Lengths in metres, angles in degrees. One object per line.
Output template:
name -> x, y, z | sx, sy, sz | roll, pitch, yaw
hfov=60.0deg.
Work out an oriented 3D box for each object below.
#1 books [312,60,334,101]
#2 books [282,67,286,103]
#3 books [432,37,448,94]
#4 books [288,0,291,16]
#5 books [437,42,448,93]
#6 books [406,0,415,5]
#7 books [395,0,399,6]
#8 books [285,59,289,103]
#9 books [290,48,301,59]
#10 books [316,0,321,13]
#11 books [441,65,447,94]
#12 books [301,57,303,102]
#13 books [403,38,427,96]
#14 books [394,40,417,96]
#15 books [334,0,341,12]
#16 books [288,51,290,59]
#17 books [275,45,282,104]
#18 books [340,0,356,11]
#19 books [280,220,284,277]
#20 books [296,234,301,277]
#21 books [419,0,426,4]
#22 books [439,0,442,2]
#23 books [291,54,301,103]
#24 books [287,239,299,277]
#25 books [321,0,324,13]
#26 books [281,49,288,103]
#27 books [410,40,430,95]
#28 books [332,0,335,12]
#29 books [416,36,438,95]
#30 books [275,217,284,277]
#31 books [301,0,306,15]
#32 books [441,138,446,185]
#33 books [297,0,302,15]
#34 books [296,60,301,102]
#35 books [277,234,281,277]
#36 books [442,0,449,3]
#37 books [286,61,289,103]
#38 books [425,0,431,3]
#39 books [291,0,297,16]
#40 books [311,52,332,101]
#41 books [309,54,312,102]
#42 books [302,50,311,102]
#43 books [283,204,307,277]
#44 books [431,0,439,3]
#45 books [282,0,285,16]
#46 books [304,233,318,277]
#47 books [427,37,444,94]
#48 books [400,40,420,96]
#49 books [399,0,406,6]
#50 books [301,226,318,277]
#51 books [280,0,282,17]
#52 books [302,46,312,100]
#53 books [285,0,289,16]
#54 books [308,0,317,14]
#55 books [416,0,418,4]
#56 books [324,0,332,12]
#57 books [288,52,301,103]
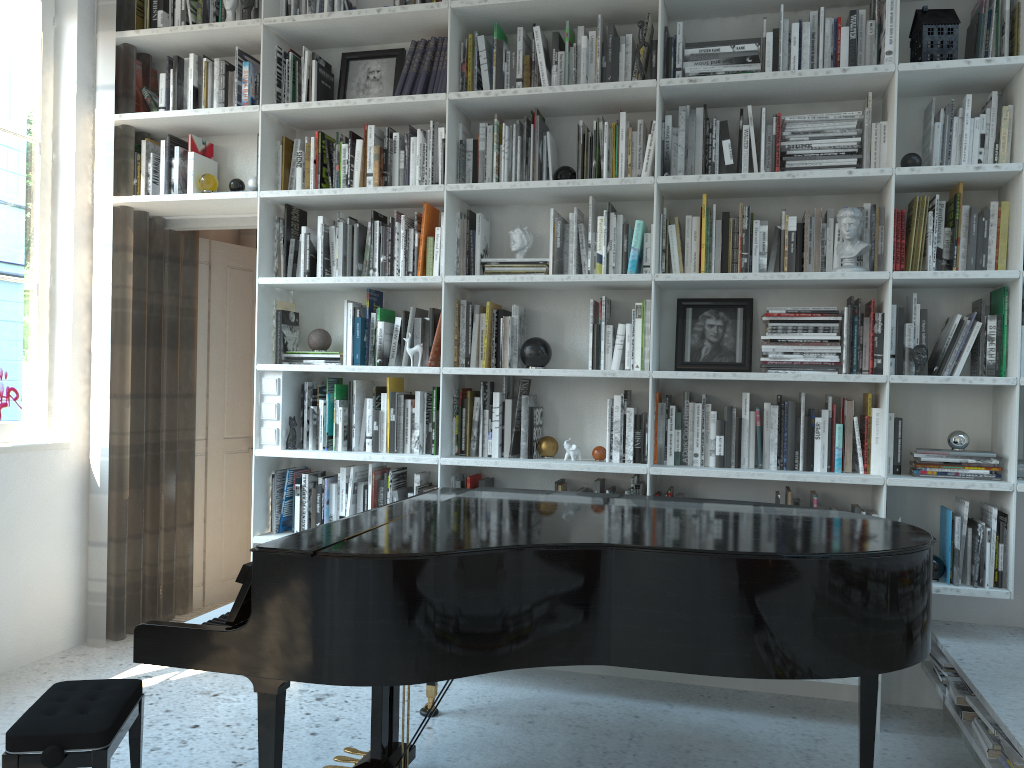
books -> -0.834, -1.290, 3.914 | 0.012, 0.214, 0.185 | 1, 0, 15
books -> -0.982, -1.288, 3.971 | 0.015, 0.207, 0.172 | 1, 0, 15
books -> -0.284, -1.313, 3.806 | 0.078, 0.285, 0.174 | 1, 0, 15
books -> -0.956, -1.658, 3.968 | 0.032, 0.210, 0.158 | 1, 0, 15
books -> -0.263, -1.313, 3.795 | 0.078, 0.285, 0.174 | 1, 0, 15
books -> -0.413, -1.665, 3.813 | 0.028, 0.249, 0.155 | 1, 0, 15
books -> -0.462, -1.651, 3.832 | 0.028, 0.218, 0.153 | 1, 0, 15
books -> -0.959, -1.300, 3.951 | 0.009, 0.228, 0.184 | 1, 0, 15
books -> -0.961, -1.330, 3.968 | 0.006, 0.289, 0.144 | 1, 0, 15
books -> -0.824, -1.641, 3.926 | 0.026, 0.182, 0.161 | 1, 0, 15
books -> -0.245, -1.313, 3.776 | 0.078, 0.285, 0.174 | 1, 0, 15
books -> -0.895, -1.306, 3.942 | 0.019, 0.244, 0.153 | 1, 0, 15
books -> -0.395, -1.310, 3.811 | 0.110, 0.279, 0.174 | 1, 0, 15
books -> -0.437, -1.311, 3.831 | 0.110, 0.279, 0.174 | 1, 0, 15
books -> -0.738, -1.649, 3.907 | 0.014, 0.202, 0.170 | 1, 0, 15
books -> -0.967, -1.324, 3.966 | 0.005, 0.277, 0.146 | 1, 0, 15
books -> -1.009, -1.333, 3.963 | 0.005, 0.293, 0.184 | 1, 0, 15
books -> -0.722, -1.653, 3.914 | 0.013, 0.210, 0.136 | 1, 0, 15
books -> -0.982, -0.584, 3.956 | 0.027, 0.266, 0.176 | 1, 0, 15
books -> -0.912, -0.553, 3.960 | 0.042, 0.209, 0.143 | 1, 0, 15
books -> -0.358, -1.677, 3.798 | 0.011, 0.274, 0.183 | 1, 0, 15
books -> -0.275, -1.668, 3.795 | 0.022, 0.260, 0.152 | 1, 0, 15
books -> -0.932, -1.308, 3.935 | 0.004, 0.246, 0.189 | 1, 0, 15
books -> -0.940, -0.541, 3.949 | 0.037, 0.182, 0.189 | 1, 0, 15
books -> -0.794, -1.659, 3.914 | 0.013, 0.219, 0.181 | 1, 0, 15
books -> -0.993, -1.329, 3.970 | 0.006, 0.287, 0.148 | 1, 0, 15
books -> -0.368, -1.310, 3.823 | 0.110, 0.279, 0.174 | 1, 0, 15
books -> -0.759, -1.699, 3.918 | 0.007, 0.301, 0.145 | 1, 0, 15
books -> -0.344, -1.312, 3.796 | 0.097, 0.282, 0.174 | 1, 0, 15
books -> -1.017, -0.594, 3.992 | 0.012, 0.285, 0.159 | 1, 0, 15
books -> -0.893, -1.673, 3.946 | 0.016, 0.243, 0.156 | 1, 0, 15
books -> -0.242, -0.904, 3.743 | 0.039, 0.202, 0.236 | 1, 0, 15
books -> -0.908, -1.664, 3.945 | 0.013, 0.225, 0.177 | 1, 0, 15
books -> -0.909, -1.294, 3.934 | 0.018, 0.219, 0.186 | 1, 0, 15
books -> -1.002, -0.556, 3.979 | 0.026, 0.209, 0.155 | 1, 0, 15
books -> -0.253, -1.664, 3.776 | 0.031, 0.254, 0.178 | 1, 0, 15
books -> -0.955, -1.293, 3.939 | 0.004, 0.214, 0.186 | 1, 0, 15
books -> -0.327, -1.634, 3.795 | 0.027, 0.190, 0.177 | 1, 0, 15
books -> -0.936, -1.677, 3.954 | 0.012, 0.249, 0.180 | 1, 0, 15
books -> -0.843, -1.310, 3.925 | 0.012, 0.255, 0.166 | 1, 0, 15
books -> -0.854, -1.308, 3.929 | 0.011, 0.250, 0.168 | 1, 0, 15
books -> -0.873, -1.313, 3.924 | 0.023, 0.258, 0.183 | 1, 0, 15
books -> -0.964, -0.617, 3.948 | 0.012, 0.334, 0.184 | 1, 0, 15
books -> -0.304, -1.687, 3.778 | 0.025, 0.297, 0.163 | 1, 0, 15
books -> -0.988, -1.656, 3.971 | 0.017, 0.204, 0.142 | 1, 0, 15
books -> -0.864, -0.550, 3.921 | 0.028, 0.204, 0.188 | 1, 0, 15
books -> -0.307, -1.314, 3.807 | 0.078, 0.285, 0.174 | 1, 0, 15
books -> -0.412, -1.311, 3.834 | 0.110, 0.279, 0.174 | 1, 0, 15
books -> -0.437, -1.681, 3.820 | 0.024, 0.280, 0.187 | 1, 0, 15
books -> -0.885, -0.566, 3.936 | 0.022, 0.235, 0.177 | 1, 0, 15
books -> -0.996, -1.696, 3.981 | 0.007, 0.285, 0.159 | 1, 0, 15
books -> -0.883, -1.324, 3.937 | 0.005, 0.281, 0.190 | 1, 0, 15
books -> -0.975, -1.683, 3.973 | 0.007, 0.259, 0.156 | 1, 0, 15
books -> -0.847, -1.690, 3.913 | 0.015, 0.279, 0.190 | 1, 0, 15
books -> -0.376, -1.682, 3.815 | 0.013, 0.283, 0.166 | 1, 0, 15
books -> -0.779, -1.656, 3.903 | 0.021, 0.214, 0.173 | 1, 0, 15
books -> -0.945, -1.315, 3.951 | 0.009, 0.260, 0.184 | 1, 0, 15
